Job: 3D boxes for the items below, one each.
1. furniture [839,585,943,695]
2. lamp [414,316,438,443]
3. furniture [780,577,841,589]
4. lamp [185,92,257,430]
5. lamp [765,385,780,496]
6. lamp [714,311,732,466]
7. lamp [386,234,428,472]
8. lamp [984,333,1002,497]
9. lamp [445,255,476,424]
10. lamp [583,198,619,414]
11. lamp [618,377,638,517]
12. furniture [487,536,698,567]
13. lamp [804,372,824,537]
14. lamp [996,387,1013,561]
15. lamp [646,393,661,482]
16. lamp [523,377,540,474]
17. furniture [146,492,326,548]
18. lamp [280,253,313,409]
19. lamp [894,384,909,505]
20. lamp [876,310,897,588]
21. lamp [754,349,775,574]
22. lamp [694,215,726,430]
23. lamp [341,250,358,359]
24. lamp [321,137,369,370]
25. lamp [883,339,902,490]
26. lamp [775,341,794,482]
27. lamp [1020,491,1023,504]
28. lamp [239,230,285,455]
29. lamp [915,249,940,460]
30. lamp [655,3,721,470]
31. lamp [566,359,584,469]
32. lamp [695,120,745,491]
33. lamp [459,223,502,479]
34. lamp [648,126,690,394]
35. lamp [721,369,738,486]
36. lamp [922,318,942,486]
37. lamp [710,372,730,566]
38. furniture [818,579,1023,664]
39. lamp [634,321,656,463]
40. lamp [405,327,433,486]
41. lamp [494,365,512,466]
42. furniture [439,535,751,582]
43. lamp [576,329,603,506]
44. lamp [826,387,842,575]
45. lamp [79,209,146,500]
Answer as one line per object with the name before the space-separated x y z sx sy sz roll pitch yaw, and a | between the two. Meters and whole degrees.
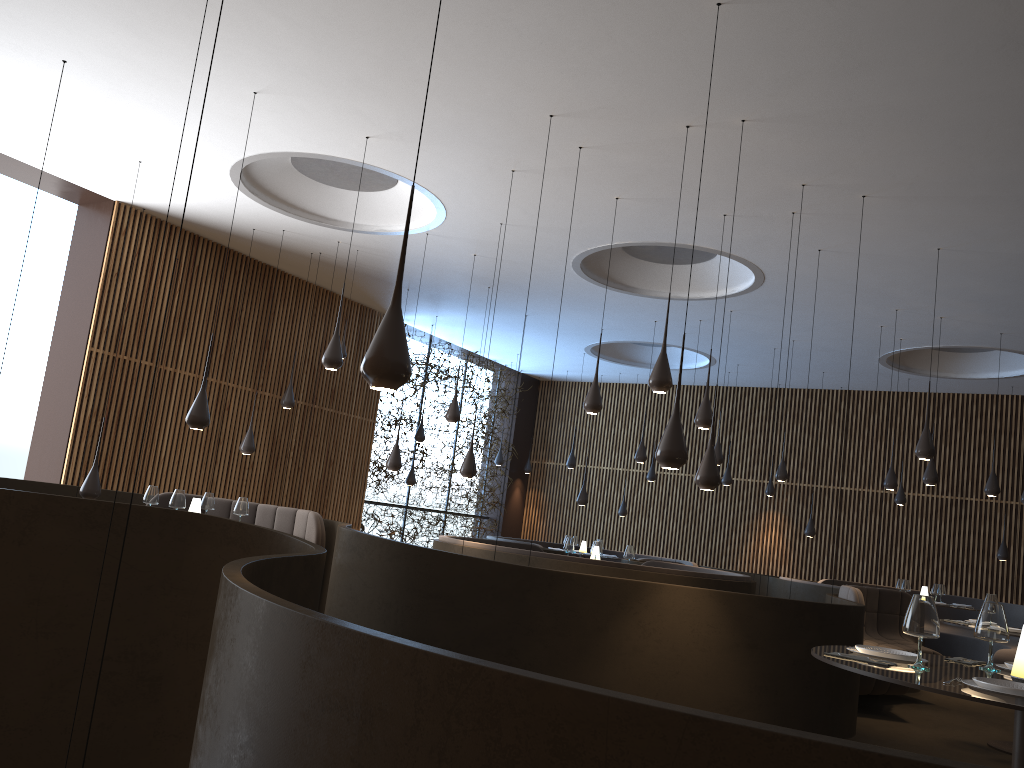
furniture | 4.046 2.768 9.580 0.931 1.057 2.541 1 -11 37
lamp | -1.453 -0.090 15.339 0.196 2.216 0.196 11 -8 -23
furniture | 4.624 3.465 13.012 0.901 1.044 2.537 10 -9 -16
lamp | -2.418 -1.078 7.508 0.196 2.951 0.196 11 -8 -23
lamp | 5.180 1.104 17.483 0.196 2.216 0.196 5 -8 17
lamp | 3.000 0.045 12.560 0.196 2.216 0.196 11 -8 -23
lamp | -1.234 -0.408 10.785 0.196 2.951 0.196 9 -8 -13
lamp | 6.531 0.404 11.948 0.196 2.216 0.196 4 -8 26
lamp | -0.626 -0.594 11.451 0.196 2.216 0.196 4 -8 26
lamp | 0.929 -0.798 8.884 0.196 2.216 0.196 2 -9 36
lamp | 2.443 1.257 18.332 0.196 2.951 0.196 5 -8 17
furniture | 1.408 3.505 15.951 3.881 1.044 3.806 6 -9 8
lamp | 5.420 1.237 15.770 0.196 2.951 0.196 5 -8 17
lamp | 8.389 1.498 15.003 0.196 2.951 0.196 5 -8 17
lamp | 2.880 0.828 17.617 0.196 2.216 0.196 5 -8 17
lamp | 0.486 0.936 20.256 0.196 2.216 0.196 12 -9 -33
furniture | -2.960 1.726 9.128 2.529 1.057 0.935 3 -9 27
lamp | -2.967 -0.753 12.377 0.196 2.216 0.196 12 -9 -33
lamp | 6.850 1.001 15.466 0.196 2.216 0.196 7 -7 7
lamp | 4.646 2.106 11.216 0.196 6.255 0.196 11 -8 -23
lamp | 3.946 2.494 14.249 0.196 6.255 0.196 14 -10 -43
lamp | 2.046 -0.645 8.967 0.196 2.216 0.196 4 -8 26
lamp | -2.198 -1.081 11.979 0.133 1.504 0.133 4 -8 26
lamp | -1.499 -1.223 8.179 0.196 2.216 0.196 11 -8 -23
lamp | 5.584 0.432 12.900 0.196 2.216 0.196 11 -8 -23
lamp | 4.290 0.409 13.811 0.196 2.216 0.196 11 -8 -23
lamp | 7.369 0.608 12.558 0.196 2.216 0.196 5 -8 17
lamp | -3.174 -0.560 11.409 0.196 2.951 0.196 5 -8 17
lamp | 4.328 -0.324 9.138 0.196 2.216 0.196 9 -8 -13
lamp | 1.121 -0.952 5.417 0.196 2.951 0.196 11 -8 -23
lamp | 1.250 0.506 16.908 0.196 2.216 0.196 5 -8 17
lamp | 1.658 -0.651 6.886 0.196 2.951 0.196 2 -9 36
lamp | -0.311 -0.403 10.065 0.196 2.951 0.196 8 -7 -3
lamp | 1.305 -1.025 7.146 0.196 2.216 0.196 11 -8 -23
lamp | 4.009 0.739 16.130 0.196 2.216 0.196 5 -8 17
lamp | 5.525 0.216 11.557 0.196 2.216 0.196 11 -8 -23
lamp | 3.775 2.848 16.628 0.196 6.255 0.196 14 -10 -43
furniture | 6.870 3.851 13.870 1.985 1.044 3.940 12 -10 -26
lamp | 2.102 0.114 13.707 0.196 2.216 0.196 11 -8 -23
lamp | -1.634 0.369 16.033 0.196 2.951 0.196 11 -8 -23
lamp | -0.142 0.624 18.793 0.196 2.216 0.196 12 -9 -33
furniture | 0.936 2.692 11.032 3.879 1.114 3.805 6 -9 7
lamp | 1.329 0.536 14.673 0.196 2.951 0.196 4 -8 26
lamp | 5.955 3.139 16.690 0.196 6.255 0.196 14 -10 -43
lamp | -3.922 -0.324 8.805 0.196 2.951 0.196 9 -8 -13
